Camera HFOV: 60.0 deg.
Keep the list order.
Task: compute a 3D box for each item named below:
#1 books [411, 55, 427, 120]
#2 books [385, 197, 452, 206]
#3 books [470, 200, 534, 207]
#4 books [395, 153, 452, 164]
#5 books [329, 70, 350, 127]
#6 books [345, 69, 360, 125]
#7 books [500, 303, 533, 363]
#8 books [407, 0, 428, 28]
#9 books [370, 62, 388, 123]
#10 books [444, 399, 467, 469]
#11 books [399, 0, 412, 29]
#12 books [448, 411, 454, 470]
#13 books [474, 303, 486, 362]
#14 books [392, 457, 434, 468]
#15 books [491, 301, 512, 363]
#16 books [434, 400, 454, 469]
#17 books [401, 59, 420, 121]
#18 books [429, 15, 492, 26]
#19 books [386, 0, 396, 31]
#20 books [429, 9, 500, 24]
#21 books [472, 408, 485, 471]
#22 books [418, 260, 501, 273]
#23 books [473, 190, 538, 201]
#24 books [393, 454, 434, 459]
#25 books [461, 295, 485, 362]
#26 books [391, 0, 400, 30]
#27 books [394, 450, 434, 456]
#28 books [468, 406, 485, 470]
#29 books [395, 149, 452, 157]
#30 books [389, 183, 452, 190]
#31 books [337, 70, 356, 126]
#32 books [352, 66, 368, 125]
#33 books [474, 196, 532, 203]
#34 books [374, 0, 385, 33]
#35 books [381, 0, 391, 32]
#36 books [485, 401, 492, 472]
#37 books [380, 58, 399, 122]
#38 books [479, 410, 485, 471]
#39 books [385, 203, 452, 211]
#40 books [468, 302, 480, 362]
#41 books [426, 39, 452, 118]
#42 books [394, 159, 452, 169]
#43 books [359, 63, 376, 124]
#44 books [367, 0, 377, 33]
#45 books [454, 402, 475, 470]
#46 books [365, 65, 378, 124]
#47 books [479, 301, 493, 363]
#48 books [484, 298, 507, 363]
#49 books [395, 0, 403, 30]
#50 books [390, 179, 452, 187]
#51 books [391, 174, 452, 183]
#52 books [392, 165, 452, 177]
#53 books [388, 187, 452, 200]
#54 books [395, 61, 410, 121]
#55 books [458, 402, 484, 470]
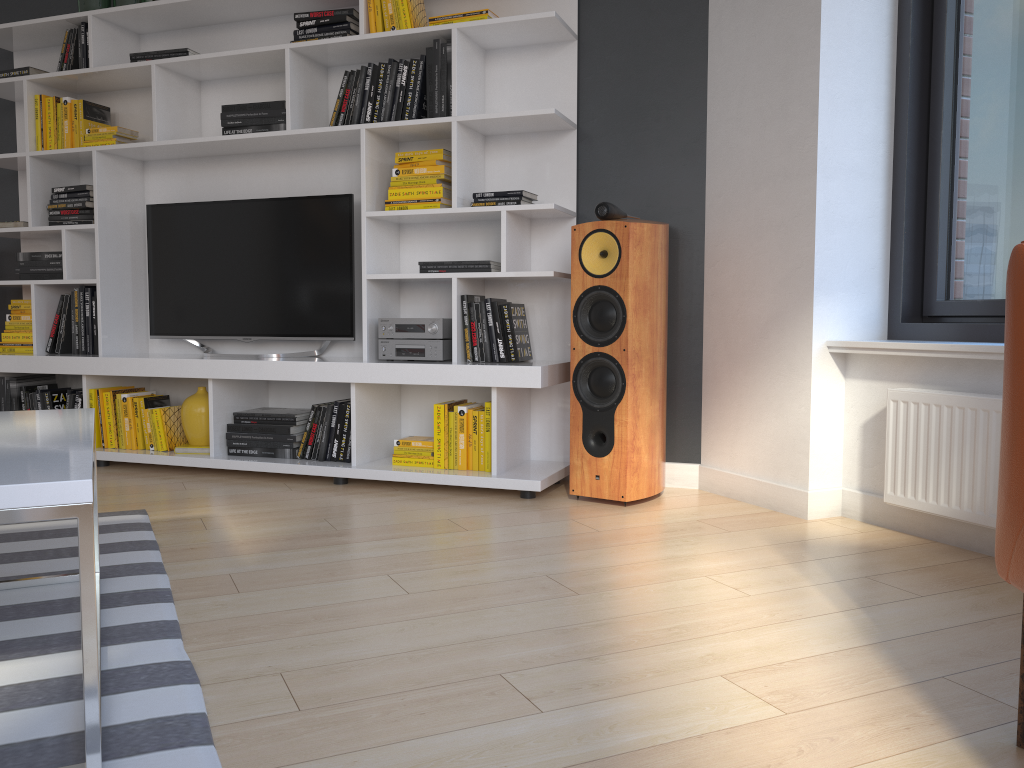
[{"bbox_3d":[-0.339,-1.177,3.602,0.066,0.260,0.197,2,4,20],"label":"books"},{"bbox_3d":[-0.362,-0.742,3.666,0.257,0.024,0.203,2,5,23],"label":"books"},{"bbox_3d":[-0.032,-0.701,3.495,0.213,0.023,0.161,2,5,23],"label":"books"},{"bbox_3d":[-0.345,-0.918,3.661,0.223,0.023,0.163,2,5,24],"label":"books"},{"bbox_3d":[-0.681,-1.173,3.726,0.104,0.234,0.182,2,4,20],"label":"books"},{"bbox_3d":[-0.623,-1.171,3.695,0.081,0.233,0.169,2,4,19],"label":"books"},{"bbox_3d":[0.019,-0.205,3.558,0.077,0.233,0.179,2,4,20],"label":"books"},{"bbox_3d":[-0.378,-1.488,3.558,0.044,0.184,0.142,2,4,21],"label":"books"},{"bbox_3d":[-0.504,-1.177,3.664,0.084,0.249,0.191,2,4,20],"label":"books"},{"bbox_3d":[-0.225,0.200,3.576,0.015,0.263,0.199,2,4,20],"label":"books"},{"bbox_3d":[-0.403,-1.487,3.558,0.064,0.184,0.141,2,4,21],"label":"books"},{"bbox_3d":[-0.215,0.219,3.551,0.024,0.229,0.156,2,4,20],"label":"books"},{"bbox_3d":[-0.098,-0.207,3.571,0.049,0.236,0.170,2,4,20],"label":"books"},{"bbox_3d":[-0.370,0.310,3.626,0.190,0.033,0.147,2,4,20],"label":"books"},{"bbox_3d":[-0.023,-0.208,3.539,0.066,0.242,0.177,2,4,20],"label":"books"},{"bbox_3d":[-0.254,0.201,3.584,0.044,0.255,0.198,2,4,20],"label":"books"},{"bbox_3d":[-0.371,-1.173,3.613,0.084,0.249,0.191,2,4,20],"label":"books"},{"bbox_3d":[-0.170,-1.406,3.522,0.257,0.028,0.194,2,5,25],"label":"books"},{"bbox_3d":[-0.460,-1.487,3.583,0.054,0.180,0.132,2,4,20],"label":"books"},{"bbox_3d":[-0.170,-1.432,3.529,0.257,0.024,0.203,2,5,23],"label":"books"},{"bbox_3d":[-0.114,0.216,3.530,0.024,0.234,0.172,2,4,20],"label":"books"},{"bbox_3d":[-0.198,-0.470,3.621,0.310,0.047,0.250,1,4,15],"label":"books"},{"bbox_3d":[-0.025,-0.740,3.508,0.213,0.023,0.161,2,5,23],"label":"books"},{"bbox_3d":[-0.368,0.287,3.628,0.196,0.011,0.148,2,4,20],"label":"books"},{"bbox_3d":[-0.147,-0.226,3.599,0.053,0.268,0.202,2,4,20],"label":"books"},{"bbox_3d":[-0.443,-1.485,3.570,0.044,0.178,0.128,2,4,20],"label":"books"},{"bbox_3d":[-0.380,0.275,3.610,0.169,0.018,0.113,2,4,21],"label":"books"},{"bbox_3d":[-0.136,0.213,3.542,0.023,0.239,0.169,2,4,20],"label":"books"},{"bbox_3d":[-0.346,-0.943,3.684,0.223,0.023,0.163,2,5,24],"label":"books"},{"bbox_3d":[-0.357,-0.805,3.680,0.251,0.014,0.189,2,5,23],"label":"books"},{"bbox_3d":[-0.647,-1.172,3.719,0.096,0.234,0.187,2,4,20],"label":"books"},{"bbox_3d":[-0.594,-1.172,3.671,0.069,0.242,0.172,2,4,21],"label":"books"},{"bbox_3d":[-0.033,-0.720,3.497,0.198,0.015,0.142,1,4,18],"label":"books"},{"bbox_3d":[-0.513,-1.512,3.615,0.041,0.224,0.163,1,4,18],"label":"books"},{"bbox_3d":[-0.482,-1.512,3.613,0.054,0.224,0.164,2,4,19],"label":"books"},{"bbox_3d":[-0.059,0.199,3.519,0.029,0.270,0.204,2,4,20],"label":"books"},{"bbox_3d":[-0.472,-1.181,3.653,0.066,0.260,0.197,2,4,20],"label":"books"},{"bbox_3d":[-0.088,0.216,3.524,0.024,0.234,0.172,2,4,20],"label":"books"},{"bbox_3d":[-0.362,-0.716,3.659,0.257,0.028,0.194,2,5,25],"label":"books"},{"bbox_3d":[-0.118,-0.209,3.586,0.053,0.240,0.189,2,4,20],"label":"books"},{"bbox_3d":[-0.238,-1.201,3.593,0.128,0.321,0.259,2,4,20],"label":"books"},{"bbox_3d":[-0.351,-0.895,3.668,0.227,0.022,0.160,3,5,36],"label":"books"},{"bbox_3d":[-0.564,-1.180,3.688,0.075,0.254,0.192,2,4,19],"label":"books"},{"bbox_3d":[-0.541,-1.513,3.605,0.041,0.229,0.161,2,4,19],"label":"books"},{"bbox_3d":[-0.189,0.205,3.560,0.019,0.251,0.180,2,4,20],"label":"books"},{"bbox_3d":[-0.541,-1.172,3.673,0.068,0.243,0.179,2,4,19],"label":"books"},{"bbox_3d":[-0.080,-0.210,3.556,0.050,0.242,0.169,2,4,19],"label":"books"},{"bbox_3d":[-0.049,-0.215,3.556,0.066,0.255,0.193,2,4,19],"label":"books"},{"bbox_3d":[-0.430,-1.475,3.553,0.046,0.161,0.108,2,4,19],"label":"books"},{"bbox_3d":[-0.372,-0.821,3.663,0.217,0.023,0.145,2,5,24],"label":"books"},{"bbox_3d":[-0.355,-0.842,3.674,0.239,0.019,0.171,2,4,20],"label":"books"},{"bbox_3d":[-0.346,-0.867,3.667,0.239,0.033,0.176,2,5,23],"label":"books"},{"bbox_3d":[-0.359,-0.775,3.668,0.243,0.042,0.189,2,4,20],"label":"books"},{"bbox_3d":[-0.411,-1.170,3.616,0.071,0.243,0.179,2,4,19],"label":"books"},{"bbox_3d":[-0.164,0.206,3.549,0.035,0.250,0.185,2,4,20],"label":"books"}]
